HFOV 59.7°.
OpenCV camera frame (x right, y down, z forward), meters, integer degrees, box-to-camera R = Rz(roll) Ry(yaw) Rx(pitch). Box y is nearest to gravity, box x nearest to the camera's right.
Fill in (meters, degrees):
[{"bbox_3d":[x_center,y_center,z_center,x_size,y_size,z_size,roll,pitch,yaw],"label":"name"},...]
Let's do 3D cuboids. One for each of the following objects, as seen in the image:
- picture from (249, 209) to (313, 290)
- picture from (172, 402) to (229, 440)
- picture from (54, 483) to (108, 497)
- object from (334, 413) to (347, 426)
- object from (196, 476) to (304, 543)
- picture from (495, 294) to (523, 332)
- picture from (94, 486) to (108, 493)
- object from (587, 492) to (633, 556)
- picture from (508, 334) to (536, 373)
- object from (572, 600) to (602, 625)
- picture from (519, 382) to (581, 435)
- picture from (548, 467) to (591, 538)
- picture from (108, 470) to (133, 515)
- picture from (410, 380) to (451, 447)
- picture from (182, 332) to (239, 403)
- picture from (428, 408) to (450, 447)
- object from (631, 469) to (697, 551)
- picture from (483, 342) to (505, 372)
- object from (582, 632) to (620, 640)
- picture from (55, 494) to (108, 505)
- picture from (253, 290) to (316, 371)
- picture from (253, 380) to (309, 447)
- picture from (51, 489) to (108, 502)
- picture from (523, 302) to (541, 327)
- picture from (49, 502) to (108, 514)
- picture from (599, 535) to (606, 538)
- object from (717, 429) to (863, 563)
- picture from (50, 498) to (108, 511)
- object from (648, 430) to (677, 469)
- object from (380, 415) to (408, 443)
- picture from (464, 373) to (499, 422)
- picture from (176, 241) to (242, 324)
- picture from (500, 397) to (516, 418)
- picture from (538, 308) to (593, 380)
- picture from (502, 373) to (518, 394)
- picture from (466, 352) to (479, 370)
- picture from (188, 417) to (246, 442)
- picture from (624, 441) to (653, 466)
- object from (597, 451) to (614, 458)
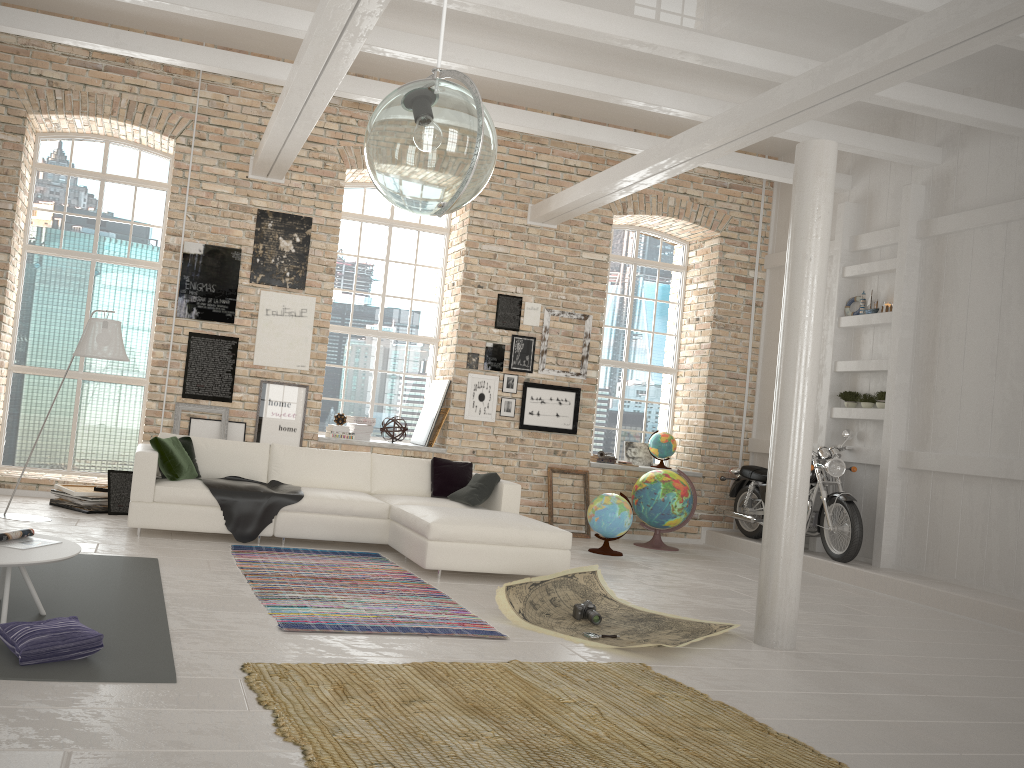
[{"bbox_3d":[-2.431,-1.411,9.392,0.568,0.783,0.038,6,-2,-15],"label":"picture"},{"bbox_3d":[-3.154,0.503,9.016,0.525,0.582,0.294,6,-2,-17],"label":"picture"},{"bbox_3d":[-3.841,1.007,8.429,0.732,0.048,0.627,8,-4,-41],"label":"picture"},{"bbox_3d":[-1.873,0.384,9.725,0.146,0.137,0.140,5,-2,9],"label":"object"},{"bbox_3d":[-2.239,1.050,7.521,0.860,0.464,0.808,7,-3,-20],"label":"object"},{"bbox_3d":[-0.037,-0.801,10.014,0.286,0.394,0.019,6,-2,-15],"label":"picture"},{"bbox_3d":[-3.744,0.998,8.483,0.297,0.048,0.377,5,-3,8],"label":"picture"},{"bbox_3d":[0.975,1.392,8.935,0.470,0.631,0.425,5,-3,22],"label":"object"},{"bbox_3d":[0.118,-0.339,10.047,0.282,0.409,0.010,6,-2,-15],"label":"picture"},{"bbox_3d":[0.481,1.422,5.562,0.143,0.124,0.176,7,-3,-19],"label":"object"},{"bbox_3d":[0.432,0.277,10.126,0.690,0.535,0.032,6,-2,-15],"label":"picture"},{"bbox_3d":[0.644,1.340,10.068,0.488,0.747,0.230,6,-2,-16],"label":"picture"},{"bbox_3d":[-3.556,1.005,8.199,0.309,0.404,0.205,8,-3,-40],"label":"picture"},{"bbox_3d":[-0.920,0.324,10.093,0.236,0.763,0.611,6,-2,-21],"label":"picture"},{"bbox_3d":[-3.110,-0.169,9.195,0.493,0.680,0.067,6,-2,-15],"label":"picture"},{"bbox_3d":[-0.846,0.484,9.944,0.166,0.460,0.377,6,-2,-21],"label":"picture"},{"bbox_3d":[1.650,1.382,9.876,0.611,0.924,0.700,8,-3,-43],"label":"object"},{"bbox_3d":[-0.196,-0.300,9.968,0.222,0.306,0.015,6,-2,-15],"label":"picture"},{"bbox_3d":[0.527,1.458,5.152,0.218,0.019,0.101,7,-3,-21],"label":"object"},{"bbox_3d":[-3.832,1.086,8.455,0.628,0.048,0.731,4,-4,41],"label":"picture"},{"bbox_3d":[-2.389,-0.559,9.374,0.570,0.784,0.038,6,-2,-15],"label":"picture"},{"bbox_3d":[-2.425,0.362,9.354,0.501,0.756,0.012,6,-2,-15],"label":"picture"},{"bbox_3d":[-3.856,1.044,8.454,0.624,0.048,0.736,4,-3,29],"label":"picture"},{"bbox_3d":[0.228,-0.790,10.090,0.187,0.259,0.012,6,-2,-15],"label":"picture"},{"bbox_3d":[-3.860,1.157,8.431,0.625,0.048,0.736,4,-3,31],"label":"picture"},{"bbox_3d":[1.109,1.600,10.275,0.258,0.350,0.099,6,-2,-16],"label":"picture"},{"bbox_3d":[2.986,1.096,9.508,0.776,1.328,2.273,7,-3,-25],"label":"object"},{"bbox_3d":[-3.877,1.120,8.463,0.613,0.048,0.750,5,-3,17],"label":"picture"},{"bbox_3d":[1.824,0.799,10.829,0.321,0.465,0.338,6,-2,-13],"label":"object"},{"bbox_3d":[-1.302,0.499,9.823,0.290,0.307,0.323,7,-3,-27],"label":"object"},{"bbox_3d":[-0.337,0.154,9.922,0.353,0.513,0.013,6,-2,-15],"label":"picture"},{"bbox_3d":[-3.119,-1.042,9.187,0.570,0.785,0.038,6,-2,-15],"label":"picture"},{"bbox_3d":[-0.047,0.263,10.004,0.170,0.213,0.012,6,-2,-15],"label":"picture"},{"bbox_3d":[0.609,-0.454,10.181,0.583,0.748,0.026,6,-2,-15],"label":"picture"},{"bbox_3d":[-0.020,-0.004,10.014,0.170,0.213,0.012,6,-2,-15],"label":"picture"},{"bbox_3d":[-0.435,-0.256,9.904,0.131,0.178,0.009,6,-2,-10],"label":"picture"},{"bbox_3d":[-3.030,0.651,9.119,0.556,0.568,0.152,6,-2,-15],"label":"picture"},{"bbox_3d":[1.585,0.878,11.140,0.379,0.292,0.070,6,-2,-15],"label":"picture"},{"bbox_3d":[1.116,0.841,10.605,0.099,0.090,0.454,5,-3,21],"label":"object"}]
